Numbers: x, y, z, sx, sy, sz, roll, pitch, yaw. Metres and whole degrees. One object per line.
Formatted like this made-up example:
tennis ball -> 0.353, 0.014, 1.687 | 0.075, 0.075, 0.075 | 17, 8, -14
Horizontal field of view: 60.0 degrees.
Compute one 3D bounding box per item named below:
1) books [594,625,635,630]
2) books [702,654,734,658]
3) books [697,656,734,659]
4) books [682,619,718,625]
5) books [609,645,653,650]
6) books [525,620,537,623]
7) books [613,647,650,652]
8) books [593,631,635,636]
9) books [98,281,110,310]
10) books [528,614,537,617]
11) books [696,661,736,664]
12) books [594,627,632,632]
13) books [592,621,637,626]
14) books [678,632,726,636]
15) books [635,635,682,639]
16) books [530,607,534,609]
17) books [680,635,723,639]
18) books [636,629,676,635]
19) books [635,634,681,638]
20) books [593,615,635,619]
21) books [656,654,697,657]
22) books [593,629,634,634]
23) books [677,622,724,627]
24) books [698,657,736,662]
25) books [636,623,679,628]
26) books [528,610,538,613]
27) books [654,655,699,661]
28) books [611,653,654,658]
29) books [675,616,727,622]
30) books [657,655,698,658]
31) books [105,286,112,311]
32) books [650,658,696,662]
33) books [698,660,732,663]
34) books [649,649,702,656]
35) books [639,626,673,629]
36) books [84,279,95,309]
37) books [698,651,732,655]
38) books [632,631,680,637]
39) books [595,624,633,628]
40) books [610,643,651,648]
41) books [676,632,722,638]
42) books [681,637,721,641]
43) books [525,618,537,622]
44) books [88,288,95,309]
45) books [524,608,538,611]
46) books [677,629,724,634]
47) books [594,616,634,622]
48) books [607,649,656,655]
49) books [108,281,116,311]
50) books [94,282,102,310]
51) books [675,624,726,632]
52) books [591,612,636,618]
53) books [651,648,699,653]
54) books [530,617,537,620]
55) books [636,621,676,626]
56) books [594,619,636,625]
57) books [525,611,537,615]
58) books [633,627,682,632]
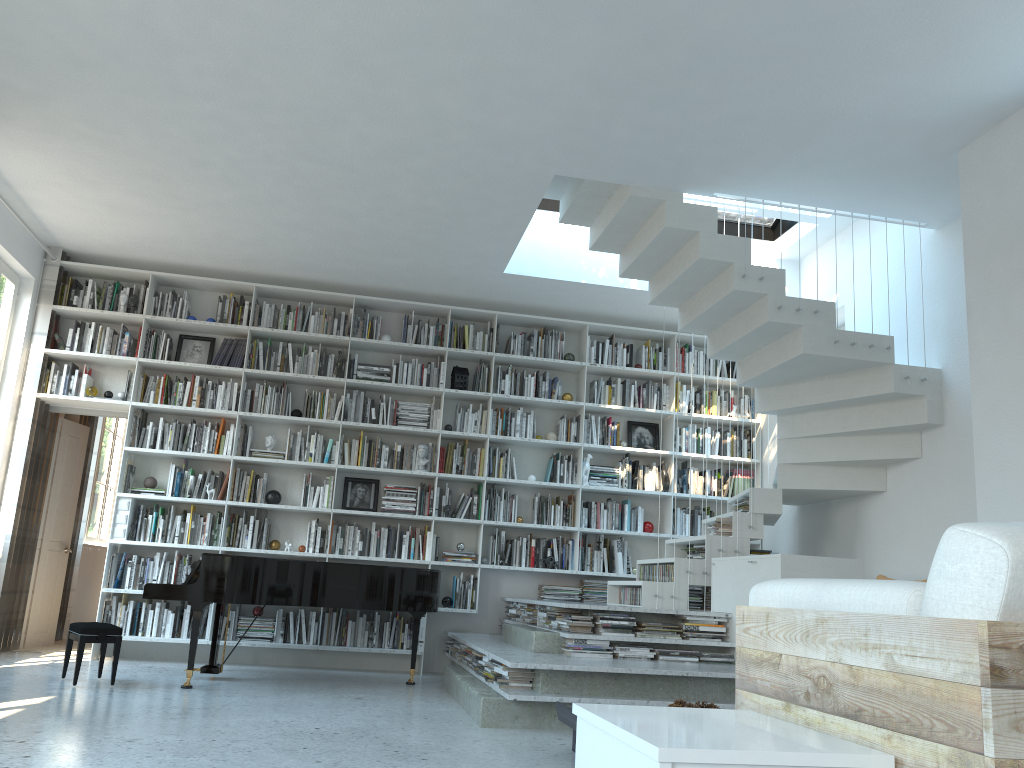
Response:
books -> 0.649, 1.550, 5.644 | 0.215, 0.013, 0.189 | 6, -13, -11
books -> 1.276, 1.720, 5.634 | 0.229, 0.014, 0.133 | 6, -13, -11
books -> 1.277, 1.729, 5.626 | 0.225, 0.007, 0.133 | 5, -13, -6
books -> 1.220, 1.544, 5.761 | 0.192, 0.024, 0.168 | 5, -13, -5
books -> 0.739, 1.643, 5.536 | 0.242, 0.005, 0.153 | 6, -13, -9
books -> 0.202, 1.795, 6.684 | 0.182, 0.011, 0.254 | 5, -13, -6
books -> 0.738, 1.656, 5.539 | 0.211, 0.018, 0.135 | 5, -13, -7
books -> 0.646, 1.588, 5.640 | 0.216, 0.015, 0.178 | 6, -13, -12
books -> -3.431, -0.703, 7.479 | 0.039, 0.282, 0.182 | 6, -13, -10
books -> 0.221, 1.753, 6.697 | 0.159, 0.018, 0.203 | 6, -13, -12
books -> 1.276, 1.760, 5.609 | 0.261, 0.006, 0.151 | 7, -14, -14
books -> 0.644, 1.567, 5.664 | 0.207, 0.012, 0.132 | 7, -14, -14
books -> 0.648, 1.530, 5.662 | 0.260, 0.009, 0.153 | 5, -13, -7
books -> 1.217, 1.612, 5.735 | 0.281, 0.008, 0.181 | 5, -13, -5
books -> 0.921, 1.619, 5.684 | 0.291, 0.007, 0.174 | 5, -13, -7
books -> 0.237, 1.702, 6.711 | 0.128, 0.013, 0.296 | 6, -13, -12
books -> 1.212, 1.640, 5.748 | 0.259, 0.009, 0.153 | 7, -13, -13
books -> 0.922, 1.591, 5.695 | 0.214, 0.015, 0.177 | 6, -13, -9
books -> 0.921, 1.613, 5.685 | 0.287, 0.005, 0.165 | 5, -13, -5
books -> 0.651, 1.489, 5.667 | 0.228, 0.009, 0.159 | 7, -14, -14
books -> 1.015, 1.703, 5.584 | 0.273, 0.009, 0.129 | 5, -13, -7
books -> 0.644, 1.578, 5.656 | 0.227, 0.012, 0.148 | 6, -13, -12
books -> 1.220, 1.560, 5.750 | 0.261, 0.012, 0.180 | 5, -13, -6
books -> 1.276, 1.740, 5.620 | 0.234, 0.017, 0.152 | 6, -13, -9
books -> 0.924, 1.554, 5.705 | 0.246, 0.013, 0.173 | 6, -13, -11
books -> 0.217, 1.721, 6.703 | 0.161, 0.012, 0.254 | 5, -13, -6
books -> 1.018, 1.716, 5.558 | 0.250, 0.018, 0.178 | 5, -13, -7
books -> 0.740, 1.681, 5.512 | 0.232, 0.019, 0.170 | 7, -14, -15
books -> 1.223, 1.524, 5.754 | 0.285, 0.013, 0.181 | 7, -14, -15
books -> 1.018, 1.706, 5.566 | 0.254, 0.005, 0.161 | 7, -14, -14
books -> -3.401, -0.683, 7.500 | 0.030, 0.257, 0.130 | 6, -13, -10
books -> 1.014, 1.733, 5.575 | 0.249, 0.009, 0.144 | 6, -13, -11
books -> 1.276, 1.753, 5.615 | 0.179, 0.010, 0.160 | 6, -13, -10
books -> 1.021, 1.684, 5.562 | 0.287, 0.018, 0.190 | 6, -13, -11
books -> 0.922, 1.566, 5.707 | 0.179, 0.010, 0.160 | 5, -13, -8
books -> -3.540, -0.715, 7.461 | 0.028, 0.283, 0.190 | 6, -13, -10
books -> 1.277, 1.710, 5.636 | 0.215, 0.007, 0.131 | 5, -13, -8
books -> 0.918, 1.608, 5.707 | 0.294, 0.014, 0.134 | 7, -13, -13
books -> 0.648, 1.540, 5.657 | 0.210, 0.012, 0.168 | 6, -13, -9
books -> 0.739, 1.635, 5.540 | 0.220, 0.013, 0.149 | 6, -13, -11
books -> 1.212, 1.629, 5.756 | 0.262, 0.016, 0.132 | 7, -14, -15
books -> 1.214, 1.647, 5.737 | 0.220, 0.011, 0.178 | 6, -13, -12
books -> 0.209, 1.783, 6.688 | 0.178, 0.014, 0.248 | 6, -13, -12
books -> -3.512, -0.676, 7.448 | 0.030, 0.206, 0.176 | 6, -13, -10
books -> 0.211, 1.710, 6.704 | 0.187, 0.009, 0.261 | 6, -13, -11
books -> 1.214, 1.606, 5.756 | 0.268, 0.014, 0.160 | 6, -13, -11
books -> 0.649, 1.503, 5.672 | 0.221, 0.018, 0.154 | 6, -13, -9
books -> 0.739, 1.668, 5.525 | 0.272, 0.012, 0.159 | 6, -13, -12
books -> -3.376, -0.707, 7.495 | 0.014, 0.303, 0.146 | 6, -13, -10
books -> -3.476, -0.702, 7.454 | 0.057, 0.262, 0.191 | 6, -13, -10
books -> 1.217, 1.582, 5.753 | 0.284, 0.030, 0.177 | 6, -13, -9
books -> 0.648, 1.481, 5.689 | 0.261, 0.016, 0.129 | 6, -13, -11
books -> 1.013, 1.673, 5.573 | 0.275, 0.009, 0.177 | 6, -13, -10
books -> 0.231, 1.771, 6.695 | 0.138, 0.017, 0.238 | 6, -13, -11
books -> 0.926, 1.541, 5.701 | 0.203, 0.011, 0.173 | 7, -14, -15
books -> 0.653, 1.514, 5.644 | 0.230, 0.015, 0.190 | 5, -13, -5
books -> 0.213, 1.735, 6.699 | 0.179, 0.017, 0.293 | 6, -13, -9
books -> 0.926, 1.573, 5.683 | 0.273, 0.014, 0.188 | 7, -14, -15
